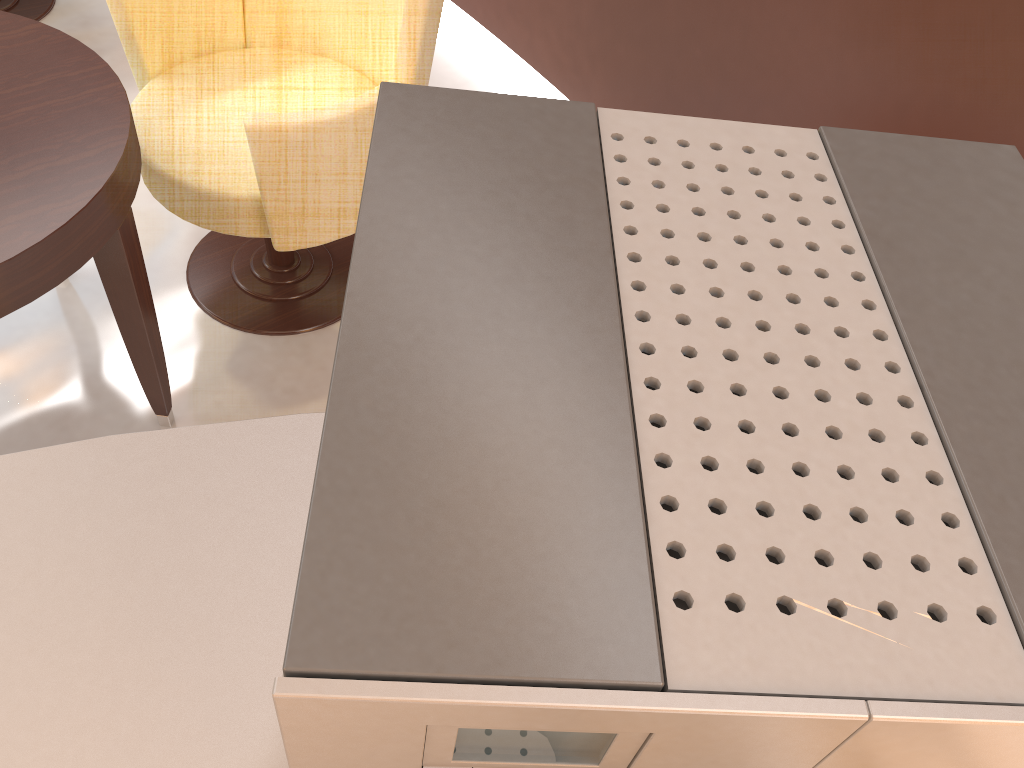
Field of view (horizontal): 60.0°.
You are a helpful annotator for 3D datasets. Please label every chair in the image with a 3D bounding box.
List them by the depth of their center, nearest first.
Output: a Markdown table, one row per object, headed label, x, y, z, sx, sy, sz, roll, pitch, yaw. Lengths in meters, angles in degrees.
| label | x | y | z | sx | sy | sz | roll | pitch | yaw |
| --- | --- | --- | --- | --- | --- | --- | --- | --- | --- |
| chair | -0.507 | -0.654 | 1.967 | 0.685 | 1.017 | 0.729 | -28 | 59 | -28 |
| chair | -1.695 | -1.633 | 2.619 | 0.685 | 1.017 | 0.729 | -32 | 61 | -30 |

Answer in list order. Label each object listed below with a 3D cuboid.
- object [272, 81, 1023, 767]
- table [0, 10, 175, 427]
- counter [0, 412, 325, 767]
| label | x | y | z | sx | sy | sz | roll | pitch | yaw |
| --- | --- | --- | --- | --- | --- | --- | --- | --- | --- |
| object | 0.062 | 0.140 | 0.371 | 0.270 | 0.340 | 0.373 | 4 | 49 | -5 |
| table | -1.126 | -0.193 | 1.704 | 0.872 | 0.679 | 0.874 | 5 | 49 | -4 |
| counter | -0.602 | 1.436 | 0.117 | 1.586 | 1.100 | 2.917 | 4 | 49 | -5 |
